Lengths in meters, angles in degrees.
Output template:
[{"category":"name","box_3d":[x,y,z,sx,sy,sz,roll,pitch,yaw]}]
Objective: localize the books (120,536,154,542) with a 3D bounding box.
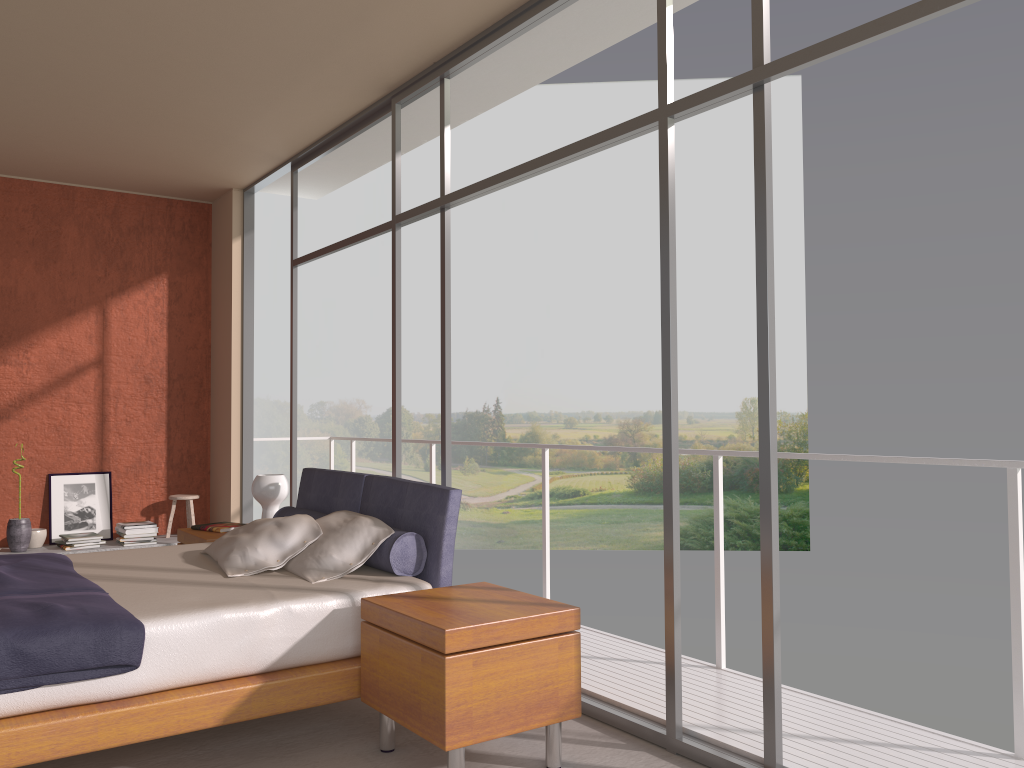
[{"category":"books","box_3d":[-2.964,1.210,7.005,0.247,0.025,0.287,1,-2,-24]}]

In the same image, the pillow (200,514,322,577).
[{"category":"pillow","box_3d":[-1.214,0.756,4.252,0.431,0.264,0.869,1,-2,-27]}]

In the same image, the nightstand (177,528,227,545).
[{"category":"nightstand","box_3d":[-1.673,1.173,5.416,0.562,0.556,0.628,1,-3,-35]}]

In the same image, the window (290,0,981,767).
[{"category":"window","box_3d":[0.097,-0.168,4.092,0.075,3.133,6.106,1,-3,-35]}]

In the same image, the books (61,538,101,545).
[{"category":"books","box_3d":[-3.309,1.195,6.814,0.247,0.025,0.287,1,-3,-33]}]

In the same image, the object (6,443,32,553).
[{"category":"object","box_3d":[-3.667,0.842,6.603,0.165,0.810,0.165,0,-2,-12]}]

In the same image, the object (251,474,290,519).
[{"category":"object","box_3d":[-1.459,0.719,5.363,0.224,0.338,0.224,1,-2,-23]}]

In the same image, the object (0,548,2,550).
[{"category":"object","box_3d":[-3.844,1.234,6.531,0.152,0.040,0.152,0,-2,0]}]

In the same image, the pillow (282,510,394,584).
[{"category":"pillow","box_3d":[-0.858,0.737,4.065,0.400,0.265,0.791,1,-3,-32]}]

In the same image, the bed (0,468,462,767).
[{"category":"bed","box_3d":[-1.702,0.920,3.817,2.462,0.959,2.017,1,-3,-35]}]

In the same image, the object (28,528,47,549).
[{"category":"object","box_3d":[-3.667,1.186,6.796,0.179,0.137,0.180,1,-2,-22]}]

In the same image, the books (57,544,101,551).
[{"category":"books","box_3d":[-3.326,1.240,6.808,0.247,0.025,0.287,1,-3,-38]}]

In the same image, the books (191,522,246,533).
[{"category":"books","box_3d":[-1.791,0.885,5.483,0.287,0.025,0.247,-2,-3,36]}]

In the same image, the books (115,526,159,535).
[{"category":"books","box_3d":[-2.972,1.150,7.025,0.247,0.038,0.319,1,-3,-38]}]

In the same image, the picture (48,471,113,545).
[{"category":"picture","box_3d":[-3.443,0.986,7.086,0.458,0.550,0.117,1,-3,-35]}]

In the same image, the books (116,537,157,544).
[{"category":"books","box_3d":[-2.975,1.232,7.027,0.247,0.018,0.287,1,-3,-35]}]

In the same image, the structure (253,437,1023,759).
[{"category":"structure","box_3d":[0.321,0.828,4.443,0.728,1.005,7.689,1,-3,-35]}]

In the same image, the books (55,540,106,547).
[{"category":"books","box_3d":[-3.320,1.217,6.823,0.328,0.018,0.247,-2,-3,40]}]

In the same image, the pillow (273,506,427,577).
[{"category":"pillow","box_3d":[-0.849,0.759,4.403,0.205,0.201,1.470,1,-3,-35]}]

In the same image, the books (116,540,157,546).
[{"category":"books","box_3d":[-2.972,1.250,7.021,0.247,0.018,0.328,1,-3,-33]}]

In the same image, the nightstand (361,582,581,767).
[{"category":"nightstand","box_3d":[-0.162,1.082,3.253,0.562,0.556,0.628,1,-3,-35]}]

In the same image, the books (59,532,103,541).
[{"category":"books","box_3d":[-3.313,1.174,6.818,0.247,0.018,0.328,1,-3,-38]}]

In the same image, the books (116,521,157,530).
[{"category":"books","box_3d":[-2.976,1.119,7.031,0.247,0.025,0.287,1,-3,-35]}]

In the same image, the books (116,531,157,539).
[{"category":"books","box_3d":[-2.972,1.183,7.024,0.247,0.027,0.328,1,-3,-33]}]

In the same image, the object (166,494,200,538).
[{"category":"object","box_3d":[-2.715,1.101,7.377,0.260,0.349,0.257,-1,-2,24]}]
